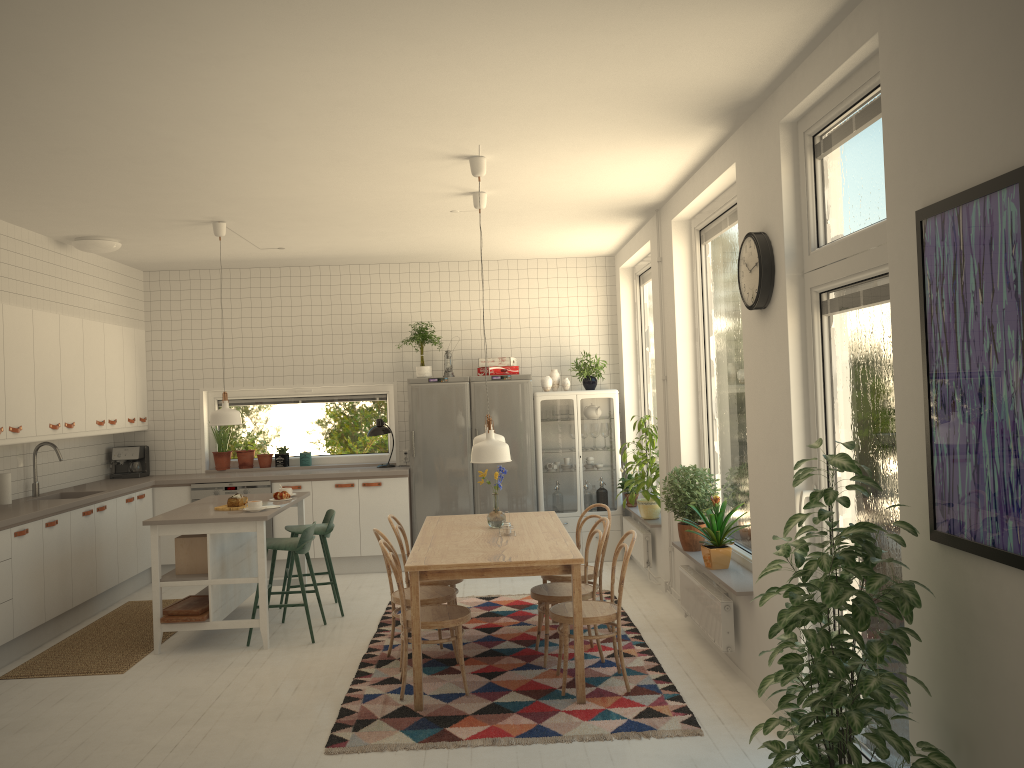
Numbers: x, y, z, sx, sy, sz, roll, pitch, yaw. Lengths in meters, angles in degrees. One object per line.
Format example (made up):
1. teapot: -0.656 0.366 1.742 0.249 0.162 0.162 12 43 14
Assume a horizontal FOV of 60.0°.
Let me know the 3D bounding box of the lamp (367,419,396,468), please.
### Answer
1. lamp: -1.253 0.561 8.438 0.239 0.465 0.262 -3 -1 27

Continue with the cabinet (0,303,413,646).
1. cabinet: -2.317 0.496 6.149 2.853 2.160 4.844 -2 -1 -2

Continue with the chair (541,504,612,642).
1. chair: 0.422 1.216 5.835 0.483 0.811 0.385 -2 -1 -29

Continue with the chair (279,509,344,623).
1. chair: -1.524 1.342 6.664 0.446 0.752 0.485 -2 -1 -17

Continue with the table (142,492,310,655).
1. table: -1.976 1.302 6.387 0.794 0.864 1.424 -2 -1 -2

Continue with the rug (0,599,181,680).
1. rug: -2.737 1.760 6.296 0.750 0.004 2.000 -2 -1 -2

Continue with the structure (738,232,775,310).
1. structure: 1.156 -0.538 4.227 0.074 0.371 0.371 -2 -1 -2

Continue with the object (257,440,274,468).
1. object: -2.391 0.680 8.625 0.194 0.277 0.176 -2 -1 -35

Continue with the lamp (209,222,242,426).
1. lamp: -2.076 -0.451 6.363 0.229 1.491 0.229 -2 -1 -1

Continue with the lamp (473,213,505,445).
1. lamp: -0.174 -0.361 5.738 0.229 1.596 0.229 -3 -1 44

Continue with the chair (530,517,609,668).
1. chair: 0.350 1.214 5.274 0.483 0.811 0.385 -2 -1 -4

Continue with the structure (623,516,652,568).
1. structure: 1.098 1.349 7.653 0.113 0.276 1.016 -2 -1 -2

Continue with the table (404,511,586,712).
1. table: -0.104 1.269 5.292 0.894 0.749 1.797 -2 -1 -2

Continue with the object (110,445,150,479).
1. object: -3.622 0.737 8.341 0.316 0.292 0.279 -2 -1 -1

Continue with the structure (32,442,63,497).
1. structure: -3.593 0.657 6.854 0.236 0.421 0.063 -2 -1 5

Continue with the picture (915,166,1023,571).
1. picture: 1.263 -0.030 2.416 0.018 0.999 0.545 -2 -1 -2

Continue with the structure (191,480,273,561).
1. structure: -2.526 1.247 8.288 0.705 0.710 0.704 -2 -1 -2

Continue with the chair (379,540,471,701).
1. chair: -0.464 1.239 4.803 0.483 0.811 0.385 -2 -1 -4

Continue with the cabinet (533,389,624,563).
1. cabinet: 0.620 0.860 8.406 0.789 1.593 0.453 -2 -1 -2

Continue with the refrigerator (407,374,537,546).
1. refrigerator: -0.364 0.820 8.365 1.146 1.778 0.559 -2 -1 -2

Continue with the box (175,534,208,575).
1. box: -2.107 1.135 6.025 0.237 0.242 0.357 -2 -1 -1

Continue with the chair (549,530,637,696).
1. chair: 0.442 1.205 4.775 0.483 0.811 0.385 -2 -1 1

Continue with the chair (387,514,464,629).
1. chair: -0.558 1.253 5.813 0.483 0.811 0.385 -2 -1 1

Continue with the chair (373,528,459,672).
1. chair: -0.573 1.248 5.302 0.483 0.811 0.385 -2 -1 -19

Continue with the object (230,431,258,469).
1. object: -2.596 0.638 8.642 0.258 0.370 0.234 -2 -1 10

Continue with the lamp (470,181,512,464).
1. lamp: -0.145 -0.371 4.879 0.229 1.596 0.229 -3 -1 33

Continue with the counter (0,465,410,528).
1. counter: -2.301 0.893 6.142 2.856 0.163 4.844 -2 -1 -2

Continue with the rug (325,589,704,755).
1. rug: -0.037 1.640 5.511 1.749 0.035 3.025 -2 -1 -2

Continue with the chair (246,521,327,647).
1. chair: -1.538 1.336 6.046 0.446 0.752 0.485 -2 -1 -2

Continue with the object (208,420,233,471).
1. object: -2.805 0.584 8.621 0.300 0.499 0.333 -2 -1 -19

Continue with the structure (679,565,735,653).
1. structure: 1.178 1.325 5.319 0.113 0.279 1.029 -2 -1 -2
